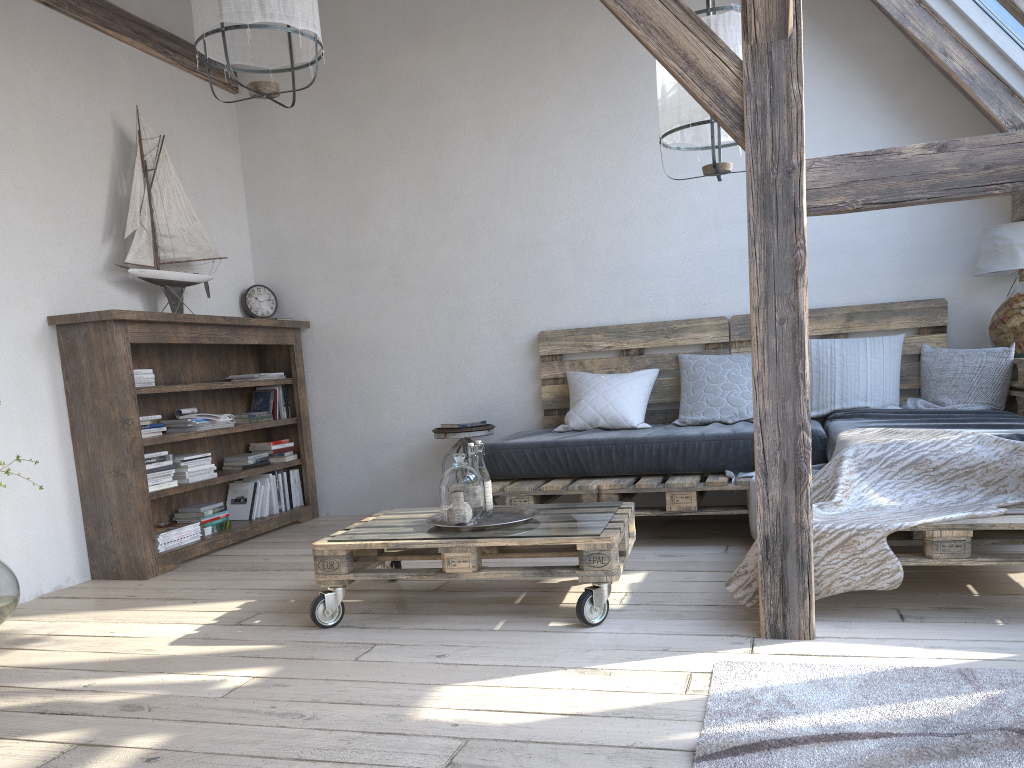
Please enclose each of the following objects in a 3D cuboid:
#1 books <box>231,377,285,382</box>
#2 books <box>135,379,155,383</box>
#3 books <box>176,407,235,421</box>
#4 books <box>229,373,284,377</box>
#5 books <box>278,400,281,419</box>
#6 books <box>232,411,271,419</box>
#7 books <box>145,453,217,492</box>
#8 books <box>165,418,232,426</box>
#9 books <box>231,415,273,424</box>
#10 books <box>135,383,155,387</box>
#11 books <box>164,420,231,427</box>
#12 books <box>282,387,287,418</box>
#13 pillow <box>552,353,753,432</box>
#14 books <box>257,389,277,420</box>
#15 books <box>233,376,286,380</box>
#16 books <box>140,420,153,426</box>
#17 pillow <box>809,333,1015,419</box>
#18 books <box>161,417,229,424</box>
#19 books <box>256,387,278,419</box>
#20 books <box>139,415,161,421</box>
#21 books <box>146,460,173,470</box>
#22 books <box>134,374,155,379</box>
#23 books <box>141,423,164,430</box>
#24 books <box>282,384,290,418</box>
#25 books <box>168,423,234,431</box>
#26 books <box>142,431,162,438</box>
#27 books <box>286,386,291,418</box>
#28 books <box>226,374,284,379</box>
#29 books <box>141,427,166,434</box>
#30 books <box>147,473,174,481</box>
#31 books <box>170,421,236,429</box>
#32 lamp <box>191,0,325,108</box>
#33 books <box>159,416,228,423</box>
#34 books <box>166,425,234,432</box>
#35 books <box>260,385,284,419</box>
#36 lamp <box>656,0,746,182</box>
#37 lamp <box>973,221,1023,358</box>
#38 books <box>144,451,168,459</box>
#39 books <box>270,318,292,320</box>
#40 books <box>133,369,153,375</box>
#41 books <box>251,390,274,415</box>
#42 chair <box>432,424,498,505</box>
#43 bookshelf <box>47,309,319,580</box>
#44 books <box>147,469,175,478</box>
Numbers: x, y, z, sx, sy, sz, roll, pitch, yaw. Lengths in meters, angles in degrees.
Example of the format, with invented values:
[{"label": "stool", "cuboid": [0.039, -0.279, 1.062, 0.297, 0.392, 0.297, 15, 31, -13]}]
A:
[{"label": "books", "cuboid": [-1.448, -0.026, 5.030, 0.205, 0.009, 0.255, -4, 1, 12]}, {"label": "books", "cuboid": [-1.753, -0.009, 4.022, 0.139, 0.019, 0.182, -4, 1, 17]}, {"label": "books", "cuboid": [-1.567, 0.162, 4.504, 0.221, 0.089, 0.258, -4, 2, -3]}, {"label": "books", "cuboid": [-1.456, -0.052, 5.020, 0.205, 0.009, 0.255, -4, 1, 14]}, {"label": "books", "cuboid": [-1.422, 0.122, 5.172, 0.117, 0.175, 0.017, -2, 8, 17]}, {"label": "books", "cuboid": [-1.477, 0.175, 4.941, 0.150, 0.021, 0.202, -4, 1, 21]}, {"label": "books", "cuboid": [-1.680, 0.413, 4.249, 0.206, 0.153, 0.542, -3, 2, 17]}, {"label": "books", "cuboid": [-1.590, 0.192, 4.471, 0.205, 0.009, 0.255, -4, 1, 24]}, {"label": "books", "cuboid": [-1.478, 0.201, 4.953, 0.162, 0.031, 0.216, -4, 1, 20]}, {"label": "books", "cuboid": [-1.771, 0.010, 4.030, 0.157, 0.017, 0.217, -4, 1, 12]}, {"label": "books", "cuboid": [-1.599, 0.202, 4.463, 0.205, 0.009, 0.255, -3, 1, 34]}, {"label": "books", "cuboid": [-1.406, 0.113, 5.208, 0.139, 0.188, 0.019, -2, 8, 17]}, {"label": "pillow", "cuboid": [0.771, 0.031, 4.459, 1.131, 0.360, 0.346, -4, 5, 17]}, {"label": "books", "cuboid": [-1.432, 0.122, 5.115, 0.140, 0.178, 0.058, -2, 7, 15]}, {"label": "books", "cuboid": [-1.445, -0.035, 5.042, 0.205, 0.009, 0.255, -4, 1, 9]}, {"label": "books", "cuboid": [-1.744, 0.181, 4.078, 0.132, 0.021, 0.198, -4, 1, -17]}, {"label": "pillow", "cuboid": [1.830, -0.053, 4.164, 0.968, 0.405, 0.382, -3, 5, 33]}, {"label": "books", "cuboid": [-1.605, 0.185, 4.465, 0.205, 0.009, 0.255, -4, 1, 24]}, {"label": "books", "cuboid": [-1.429, 0.113, 5.139, 0.139, 0.194, 0.049, -2, 8, 16]}, {"label": "books", "cuboid": [-1.745, 0.162, 4.082, 0.139, 0.019, 0.182, -4, 1, 17]}, {"label": "books", "cuboid": [-1.709, 0.379, 4.086, 0.157, 0.021, 0.216, -4, 1, 12]}, {"label": "books", "cuboid": [-1.773, -0.028, 4.022, 0.158, 0.021, 0.216, -4, 1, 17]}, {"label": "books", "cuboid": [-1.746, 0.202, 4.076, 0.146, 0.021, 0.206, -3, 1, 33]}, {"label": "books", "cuboid": [-1.393, 0.105, 5.224, 0.136, 0.203, 0.020, -2, 8, 17]}, {"label": "books", "cuboid": [-1.581, 0.218, 4.480, 0.205, 0.009, 0.255, -4, 1, 22]}, {"label": "books", "cuboid": [-1.740, 0.239, 4.093, 0.139, 0.020, 0.182, -4, 1, 12]}, {"label": "books", "cuboid": [-1.392, 0.112, 5.255, 0.139, 0.188, 0.019, -2, 8, 17]}, {"label": "books", "cuboid": [-1.463, -0.042, 5.011, 0.205, 0.009, 0.255, -4, 1, 24]}, {"label": "books", "cuboid": [-1.743, 0.221, 4.086, 0.157, 0.017, 0.217, -4, 1, 17]}, {"label": "books", "cuboid": [-1.714, 0.438, 4.098, 0.157, 0.017, 0.217, -4, 1, 17]}, {"label": "books", "cuboid": [-1.575, 0.209, 4.491, 0.205, 0.009, 0.255, -4, 1, 19]}, {"label": "lamp", "cuboid": [-0.839, -1.471, 2.777, 0.397, 1.099, 0.404, -8, 8, -32]}, {"label": "books", "cuboid": [-1.612, 0.177, 4.461, 0.205, 0.009, 0.255, -3, 1, 29]}, {"label": "books", "cuboid": [-1.582, 0.227, 4.472, 0.205, 0.009, 0.255, -4, 1, 25]}, {"label": "books", "cuboid": [-1.412, 0.106, 5.189, 0.135, 0.204, 0.020, -2, 8, 17]}, {"label": "lamp", "cuboid": [0.693, -1.518, 3.094, 0.404, 1.539, 0.397, -9, 9, -32]}, {"label": "lamp", "cuboid": [2.323, -0.067, 4.216, 0.389, 1.302, 0.811, -4, 6, 2]}, {"label": "books", "cuboid": [-1.710, 0.331, 4.072, 0.139, 0.019, 0.182, -4, 1, 17]}, {"label": "books", "cuboid": [-1.441, -0.365, 5.190, 0.236, 0.026, 0.176, -4, 1, 17]}, {"label": "books", "cuboid": [-1.781, -0.051, 4.021, 0.158, 0.021, 0.216, -4, 1, 17]}, {"label": "books", "cuboid": [-1.444, 0.126, 5.085, 0.131, 0.175, 0.080, -2, 7, 17]}, {"label": "chair", "cuboid": [-0.247, 0.491, 4.863, 0.354, 0.528, 0.348, -2, 6, 20]}, {"label": "bookshelf", "cuboid": [-1.556, 0.259, 4.573, 0.348, 1.189, 1.604, -2, 4, 17]}, {"label": "books", "cuboid": [-1.703, 0.420, 4.081, 0.157, 0.017, 0.217, -4, 1, 22]}]
